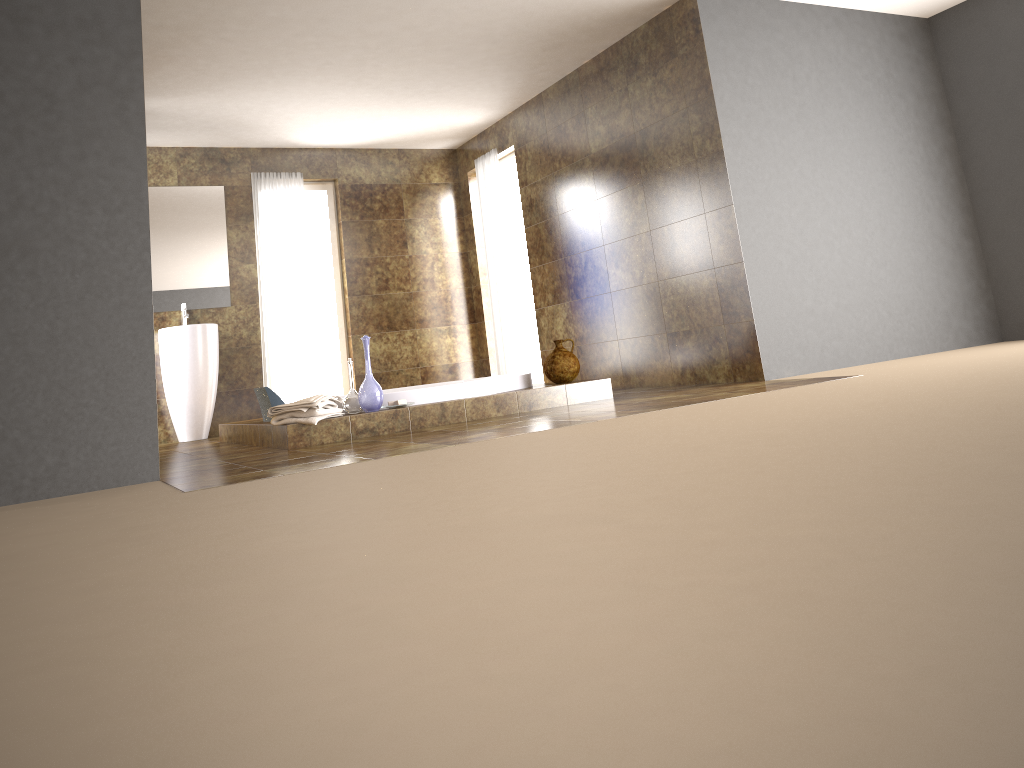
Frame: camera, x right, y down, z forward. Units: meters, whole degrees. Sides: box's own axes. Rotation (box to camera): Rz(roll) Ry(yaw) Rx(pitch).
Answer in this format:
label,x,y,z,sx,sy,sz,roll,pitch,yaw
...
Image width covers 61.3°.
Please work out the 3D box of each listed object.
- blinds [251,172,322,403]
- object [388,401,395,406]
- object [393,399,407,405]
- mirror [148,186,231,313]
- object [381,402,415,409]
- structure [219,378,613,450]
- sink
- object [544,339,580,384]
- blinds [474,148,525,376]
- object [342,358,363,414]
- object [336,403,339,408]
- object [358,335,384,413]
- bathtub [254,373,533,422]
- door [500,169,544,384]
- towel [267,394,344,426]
label,x,y,z,sx,sy,sz,roll,pitch,yaw
blinds,-2.012,-0.808,7.703,0.520,2.327,0.065,-1,-12,-28
object,-0.636,0.108,4.785,0.101,0.033,0.059,-7,-2,-14
object,-0.611,0.103,4.722,0.054,0.035,0.071,-6,-2,-28
mirror,-2.840,-1.170,7.410,0.771,1.121,0.008,-3,-11,-28
object,-0.632,0.124,4.771,0.191,0.019,0.185,-8,2,-40
structure,-0.723,0.186,5.717,2.019,0.127,1.949,-8,1,-28
sink,-2.607,-0.118,7.009,0.460,1.168,0.420,-2,-11,-25
object,0.309,-0.143,5.457,0.225,0.282,0.228,-11,-7,33
blinds,-0.130,-1.048,8.009,0.069,2.339,0.466,-1,-12,-29
object,-0.891,0.009,4.815,0.131,0.317,0.125,-3,-10,-20
object,-1.050,0.146,4.831,0.165,0.077,0.170,-8,-1,43
object,-0.785,-0.059,4.736,0.137,0.431,0.130,-3,-11,-20
bathtub,-0.725,0.178,5.716,1.748,0.537,1.716,-7,0,3
door,0.330,-1.066,8.454,0.959,2.289,0.038,-8,-11,5
towel,-1.093,0.141,4.582,0.336,0.154,0.317,-7,-1,16
